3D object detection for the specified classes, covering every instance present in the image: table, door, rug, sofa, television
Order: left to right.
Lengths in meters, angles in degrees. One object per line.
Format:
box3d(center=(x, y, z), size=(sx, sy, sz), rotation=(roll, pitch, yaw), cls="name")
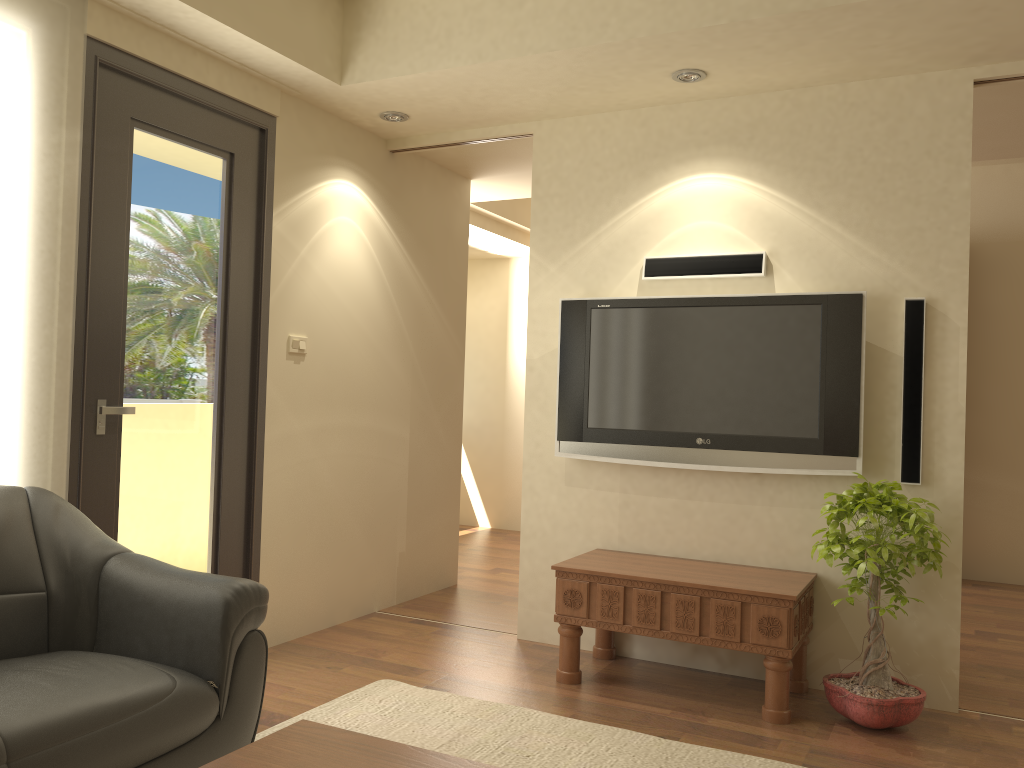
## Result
box3d(center=(-1.627, 0.708, 1.811), size=(0.944, 0.918, 2.337), rotation=(1, -1, 27), cls="sofa")
box3d(center=(-1.395, -0.046, 3.655), size=(0.118, 2.420, 1.011), rotation=(1, -1, 27), cls="door")
box3d(center=(-0.265, 0.969, 1.186), size=(1.045, 0.482, 1.213), rotation=(1, -1, 27), cls="table")
box3d(center=(-0.262, 1.216, 1.589), size=(2.482, 0.011, 3.592), rotation=(1, -1, 27), cls="rug")
box3d(center=(0.729, 1.038, 3.784), size=(1.009, 0.493, 0.538), rotation=(1, -1, 27), cls="table")
box3d(center=(0.850, -0.007, 3.989), size=(1.377, 0.778, 0.110), rotation=(1, -1, 27), cls="television")

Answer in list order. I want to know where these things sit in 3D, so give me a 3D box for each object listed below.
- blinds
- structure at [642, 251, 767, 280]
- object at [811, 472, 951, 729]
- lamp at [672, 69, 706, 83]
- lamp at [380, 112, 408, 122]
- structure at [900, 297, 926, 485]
box3d(center=(-2.208, -0.212, 1.915), size=(0.002, 2.453, 2.830), rotation=(1, -1, 27), cls="blinds")
box3d(center=(0.868, -0.536, 4.038), size=(0.559, 0.111, 0.048), rotation=(1, -1, 27), cls="structure")
box3d(center=(1.407, 0.820, 3.405), size=(0.528, 0.957, 0.565), rotation=(2, -1, -21), cls="object")
box3d(center=(0.754, -1.331, 3.779), size=(0.143, 0.059, 0.143), rotation=(1, -1, 33), cls="lamp")
box3d(center=(-0.593, -1.363, 4.463), size=(0.143, 0.059, 0.143), rotation=(1, -1, 33), cls="lamp")
box3d(center=(1.642, 0.029, 3.632), size=(0.079, 0.764, 0.036), rotation=(1, -1, 27), cls="structure")
